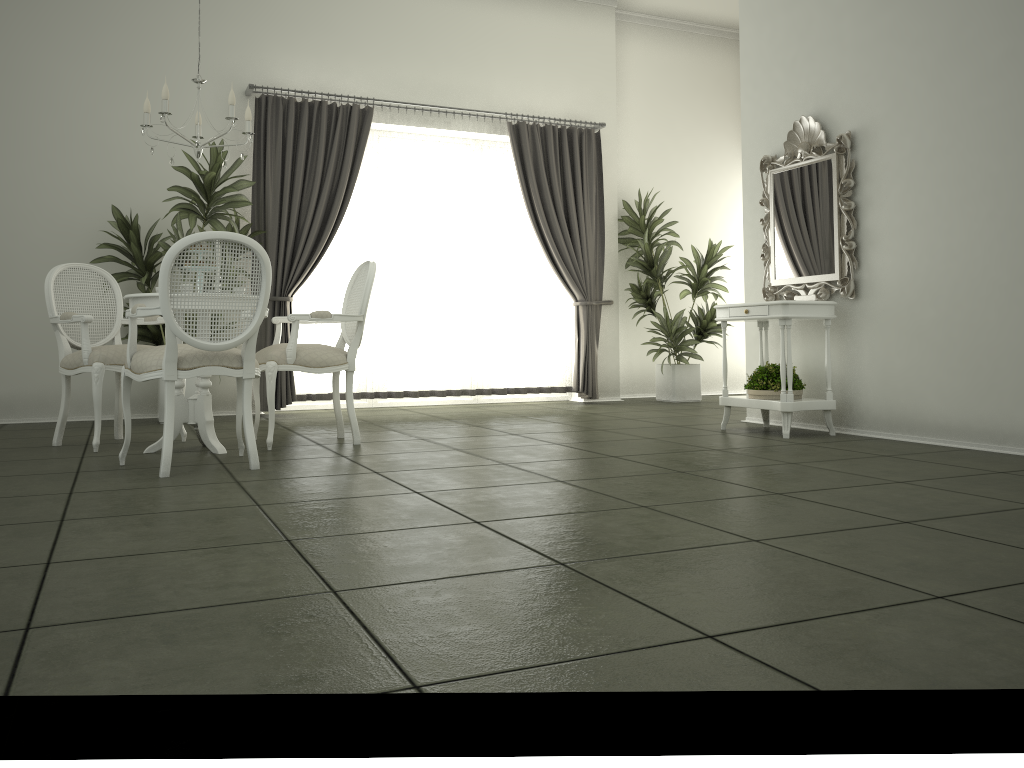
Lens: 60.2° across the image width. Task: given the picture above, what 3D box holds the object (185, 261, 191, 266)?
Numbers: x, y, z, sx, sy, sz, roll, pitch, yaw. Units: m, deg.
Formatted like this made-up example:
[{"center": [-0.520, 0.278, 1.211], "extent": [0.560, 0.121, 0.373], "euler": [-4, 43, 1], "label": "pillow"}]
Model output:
[{"center": [-1.748, -0.649, 4.768], "extent": [0.039, 0.032, 0.039], "euler": [0, 1, 27], "label": "object"}]

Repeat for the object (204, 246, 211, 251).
[{"center": [-1.665, -0.741, 4.828], "extent": [0.039, 0.032, 0.039], "euler": [-1, 1, -18], "label": "object"}]

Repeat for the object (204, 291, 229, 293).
[{"center": [-1.546, -0.475, 4.622], "extent": [0.118, 0.016, 0.118], "euler": [-2, 3, -34], "label": "object"}]

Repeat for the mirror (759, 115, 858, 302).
[{"center": [1.885, -1.131, 5.689], "extent": [0.082, 1.213, 0.836], "euler": [1, -1, -24], "label": "mirror"}]

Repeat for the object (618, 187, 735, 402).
[{"center": [1.608, -0.891, 8.594], "extent": [1.161, 2.105, 1.036], "euler": [0, -2, -6], "label": "object"}]

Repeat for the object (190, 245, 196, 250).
[{"center": [-1.730, -0.740, 4.799], "extent": [0.039, 0.032, 0.039], "euler": [0, 0, 7], "label": "object"}]

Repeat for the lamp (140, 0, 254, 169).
[{"center": [-1.706, -2.435, 4.891], "extent": [0.592, 2.448, 0.591], "euler": [-3, -3, 44], "label": "lamp"}]

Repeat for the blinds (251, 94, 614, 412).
[{"center": [-0.682, -1.096, 7.866], "extent": [3.659, 2.614, 0.658], "euler": [-1, -2, -24], "label": "blinds"}]

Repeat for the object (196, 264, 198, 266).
[{"center": [-1.736, -0.655, 4.895], "extent": [0.039, 0.032, 0.039], "euler": [0, 1, 17], "label": "object"}]

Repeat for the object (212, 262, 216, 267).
[{"center": [-1.632, -0.653, 4.820], "extent": [0.039, 0.032, 0.039], "euler": [0, 1, 27], "label": "object"}]

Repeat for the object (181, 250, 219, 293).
[{"center": [-1.705, -0.602, 4.825], "extent": [0.210, 0.249, 0.210], "euler": [0, -1, 9], "label": "object"}]

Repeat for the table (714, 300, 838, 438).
[{"center": [1.635, -0.103, 5.518], "extent": [0.432, 0.808, 0.697], "euler": [0, -1, -24], "label": "table"}]

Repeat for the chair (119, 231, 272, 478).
[{"center": [-1.441, -0.145, 4.094], "extent": [0.594, 1.068, 0.688], "euler": [1, -2, -34], "label": "chair"}]

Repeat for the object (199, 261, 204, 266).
[{"center": [-1.675, -0.650, 4.761], "extent": [0.039, 0.032, 0.039], "euler": [0, 1, 32], "label": "object"}]

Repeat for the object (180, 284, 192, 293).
[{"center": [-1.668, -0.489, 4.532], "extent": [0.062, 0.049, 0.078], "euler": [-1, 1, -14], "label": "object"}]

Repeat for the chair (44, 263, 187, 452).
[{"center": [-2.323, -0.185, 5.103], "extent": [0.689, 1.068, 0.594], "euler": [-1, -2, 31], "label": "chair"}]

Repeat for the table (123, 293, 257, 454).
[{"center": [-1.704, -0.060, 4.775], "extent": [0.740, 0.833, 0.739], "euler": [0, 0, -27], "label": "table"}]

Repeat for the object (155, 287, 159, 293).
[{"center": [-1.921, -0.507, 4.846], "extent": [0.062, 0.049, 0.078], "euler": [-1, 1, -44], "label": "object"}]

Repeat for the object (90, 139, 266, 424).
[{"center": [-2.475, -0.772, 6.589], "extent": [1.161, 2.105, 1.036], "euler": [0, -2, -6], "label": "object"}]

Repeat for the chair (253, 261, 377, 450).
[{"center": [-1.138, -0.194, 5.116], "extent": [0.690, 1.068, 0.593], "euler": [0, -2, -24], "label": "chair"}]

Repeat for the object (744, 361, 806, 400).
[{"center": [1.644, -0.028, 5.519], "extent": [0.374, 0.232, 0.346], "euler": [-1, 1, -28], "label": "object"}]

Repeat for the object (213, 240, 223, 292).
[{"center": [-1.677, -0.669, 5.033], "extent": [0.087, 0.366, 0.088], "euler": [-3, -3, 43], "label": "object"}]

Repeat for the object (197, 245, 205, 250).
[{"center": [-1.689, -0.740, 4.794], "extent": [0.039, 0.032, 0.039], "euler": [0, 0, -3], "label": "object"}]

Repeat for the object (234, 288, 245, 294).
[{"center": [-1.522, -0.514, 4.940], "extent": [0.062, 0.049, 0.078], "euler": [0, 1, 9], "label": "object"}]
